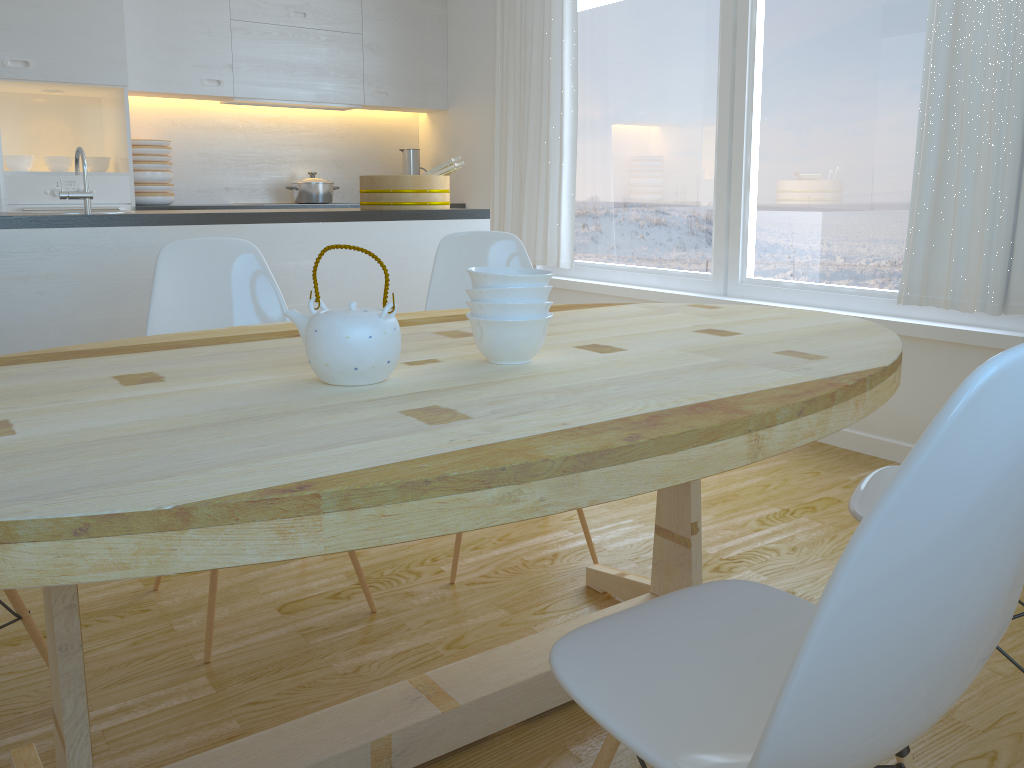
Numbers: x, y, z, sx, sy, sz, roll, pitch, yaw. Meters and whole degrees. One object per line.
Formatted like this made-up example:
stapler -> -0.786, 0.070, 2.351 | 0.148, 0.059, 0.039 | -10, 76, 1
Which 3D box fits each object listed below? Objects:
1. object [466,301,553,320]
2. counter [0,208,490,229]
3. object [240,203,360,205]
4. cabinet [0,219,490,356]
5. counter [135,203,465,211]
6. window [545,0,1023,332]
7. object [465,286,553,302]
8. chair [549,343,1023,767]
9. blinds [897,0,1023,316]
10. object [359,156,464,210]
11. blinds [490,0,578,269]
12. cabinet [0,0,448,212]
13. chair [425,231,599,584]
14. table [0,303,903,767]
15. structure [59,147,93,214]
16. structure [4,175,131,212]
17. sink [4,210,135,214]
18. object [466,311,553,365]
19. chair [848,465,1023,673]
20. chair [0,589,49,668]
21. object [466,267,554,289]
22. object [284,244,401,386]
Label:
object -> -0.004, -0.105, 1.537 | 0.152, 0.092, 0.153 | 1, 11, 4
counter -> -1.242, -0.605, 3.210 | 2.409, 0.040, 0.605 | -9, 15, -35
object -> -1.287, -1.087, 5.364 | 0.656, 0.013, 0.566 | -9, 15, -35
cabinet -> -1.242, -0.140, 3.282 | 2.409, 0.901, 0.605 | -8, 13, -35
counter -> -1.288, -1.069, 5.362 | 2.008, 0.039, 0.604 | -9, 15, -35
window -> 1.017, -1.349, 3.959 | 0.088, 1.899, 2.746 | -6, 13, -35
object -> -0.005, -0.129, 1.536 | 0.152, 0.095, 0.152 | -4, 12, -18
chair -> 0.295, 0.357, 0.994 | 0.431, 0.893, 0.526 | -7, 12, -35
blinds -> 1.622, -1.276, 2.760 | 0.150, 2.139, 0.800 | -6, 11, -34
object -> -0.424, -0.842, 3.719 | 0.429, 0.212, 0.382 | -2, 11, -7
blinds -> 0.075, -1.737, 4.906 | 0.150, 2.139, 0.800 | -6, 11, -35
cabinet -> -1.741, -1.297, 4.920 | 3.213, 2.278, 0.484 | -8, 12, -35
chair -> -0.030, 0.020, 2.559 | 0.430, 0.893, 0.528 | -3, 10, -15
table -> -0.132, 0.310, 1.621 | 2.198, 0.718, 1.202 | -9, 14, -36
structure -> -1.420, -0.657, 2.854 | 0.097, 0.213, 0.163 | -7, 12, -35
structure -> -2.181, -0.733, 4.405 | 0.563, 0.590, 0.049 | -7, 11, -35
sink -> -1.518, -0.519, 3.065 | 0.404, 0.155, 0.408 | 1, 12, 6
object -> -0.004, -0.081, 1.537 | 0.152, 0.082, 0.153 | 1, 11, 4
chair -> 0.838, 0.242, 1.524 | 0.524, 0.893, 0.433 | 5, 11, 29
chair -> -1.199, 0.220, 1.638 | 0.524, 0.893, 0.433 | 4, 10, 24
object -> -0.003, -0.156, 1.531 | 0.152, 0.086, 0.153 | -1, 11, -7
object -> -0.255, -0.113, 1.383 | 0.147, 0.209, 0.178 | -7, 12, -35
